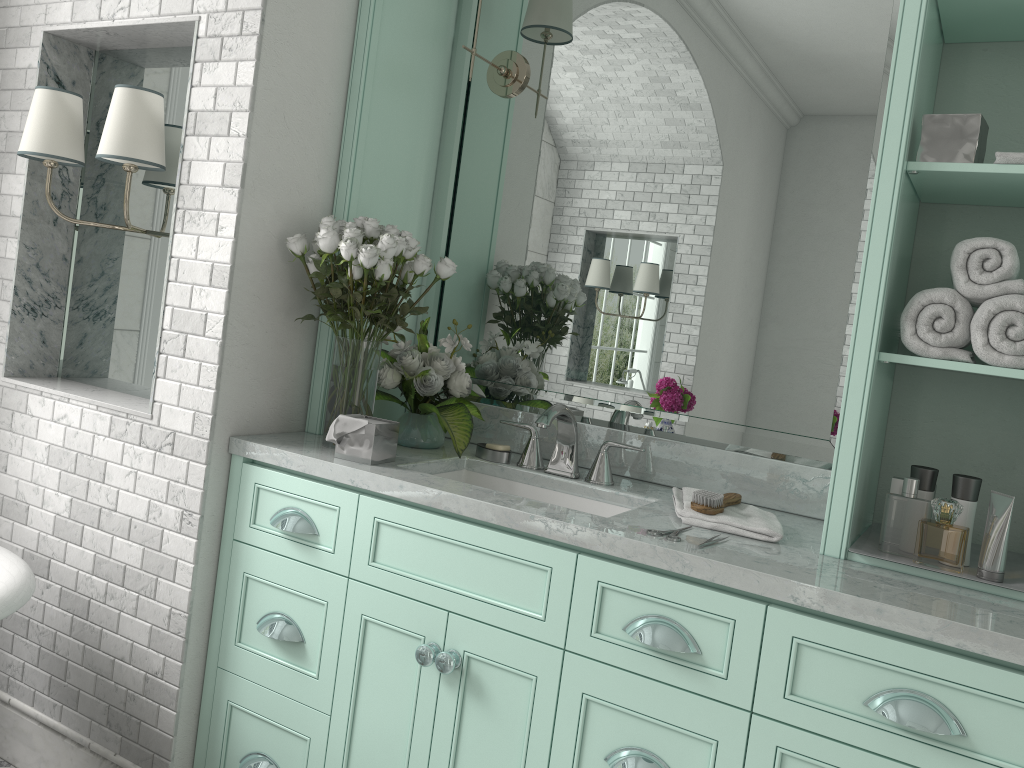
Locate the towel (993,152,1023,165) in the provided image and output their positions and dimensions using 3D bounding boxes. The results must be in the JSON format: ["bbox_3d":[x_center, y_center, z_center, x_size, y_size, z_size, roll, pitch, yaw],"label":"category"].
[{"bbox_3d":[1.164,-0.458,1.907,0.240,0.056,0.317,10,5,25],"label":"towel"}]

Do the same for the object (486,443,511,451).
[{"bbox_3d":[-0.041,0.186,2.600,0.051,0.022,0.077,4,5,-40],"label":"object"}]

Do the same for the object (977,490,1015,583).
[{"bbox_3d":[0.991,0.312,1.814,0.050,0.179,0.049,9,2,31],"label":"object"}]

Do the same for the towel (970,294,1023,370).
[{"bbox_3d":[1.087,-0.108,1.923,0.161,0.159,0.304,9,4,29],"label":"towel"}]

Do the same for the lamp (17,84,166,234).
[{"bbox_3d":[-1.192,-0.657,2.625,0.549,0.383,0.308,10,3,29],"label":"lamp"}]

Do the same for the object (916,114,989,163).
[{"bbox_3d":[0.960,-0.520,1.931,0.118,0.105,0.122,10,4,34],"label":"object"}]

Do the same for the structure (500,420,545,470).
[{"bbox_3d":[0.026,0.174,2.572,0.157,0.121,0.083,8,3,13],"label":"structure"}]

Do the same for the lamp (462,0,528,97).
[{"bbox_3d":[-0.067,-1.156,2.722,0.183,0.487,0.308,9,3,28],"label":"lamp"}]

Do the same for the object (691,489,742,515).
[{"bbox_3d":[0.507,0.280,2.152,0.068,0.044,0.228,10,5,38],"label":"object"}]

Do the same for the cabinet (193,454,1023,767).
[{"bbox_3d":[0.561,0.939,2.080,2.805,1.096,0.862,10,4,29],"label":"cabinet"}]

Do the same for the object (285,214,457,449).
[{"bbox_3d":[-0.427,-0.139,2.479,0.357,0.652,0.391,10,3,40],"label":"object"}]

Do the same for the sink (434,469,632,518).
[{"bbox_3d":[0.031,0.327,2.315,0.604,0.079,0.346,10,5,29],"label":"sink"}]

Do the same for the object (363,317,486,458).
[{"bbox_3d":[-0.260,-0.007,2.677,0.453,0.402,0.394,10,4,30],"label":"object"}]

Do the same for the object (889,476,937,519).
[{"bbox_3d":[0.916,0.298,2.043,0.093,0.151,0.035,9,3,32],"label":"object"}]

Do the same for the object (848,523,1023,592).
[{"bbox_3d":[0.967,0.383,1.984,0.351,0.008,0.438,10,5,29],"label":"object"}]

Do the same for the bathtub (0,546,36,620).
[{"bbox_3d":[-1.994,0.810,1.550,0.944,0.756,2.164,9,4,29],"label":"bathtub"}]

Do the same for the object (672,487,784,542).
[{"bbox_3d":[0.508,0.311,2.132,0.317,0.056,0.239,10,5,25],"label":"object"}]

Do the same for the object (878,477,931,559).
[{"bbox_3d":[0.862,0.289,1.937,0.093,0.169,0.035,9,2,29],"label":"object"}]

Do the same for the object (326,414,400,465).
[{"bbox_3d":[-0.396,0.141,2.324,0.136,0.112,0.147,9,4,24],"label":"object"}]

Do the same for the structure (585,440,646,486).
[{"bbox_3d":[0.286,0.218,2.449,0.157,0.121,0.083,8,3,13],"label":"structure"}]

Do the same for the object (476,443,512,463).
[{"bbox_3d":[-0.055,0.204,2.616,0.079,0.035,0.134,4,5,-43],"label":"object"}]

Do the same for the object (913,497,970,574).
[{"bbox_3d":[0.906,0.313,1.863,0.093,0.147,0.063,9,3,34],"label":"object"}]

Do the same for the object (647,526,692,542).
[{"bbox_3d":[0.347,0.322,1.953,0.075,0.007,0.175,9,5,21],"label":"object"}]

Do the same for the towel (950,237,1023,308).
[{"bbox_3d":[1.060,-0.242,1.963,0.169,0.142,0.298,9,4,29],"label":"towel"}]

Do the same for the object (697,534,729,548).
[{"bbox_3d":[0.429,0.336,1.900,0.020,0.005,0.167,10,5,33],"label":"object"}]

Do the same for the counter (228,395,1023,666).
[{"bbox_3d":[0.654,0.310,2.077,2.815,0.181,0.823,10,5,29],"label":"counter"}]

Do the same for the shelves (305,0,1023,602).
[{"bbox_3d":[0.846,-0.693,2.138,2.816,2.121,0.464,10,3,29],"label":"shelves"}]

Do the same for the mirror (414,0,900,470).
[{"bbox_3d":[0.400,-0.830,2.616,1.440,1.930,0.015,9,2,29],"label":"mirror"}]

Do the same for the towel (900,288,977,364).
[{"bbox_3d":[0.969,-0.130,1.993,0.153,0.163,0.311,9,4,29],"label":"towel"}]

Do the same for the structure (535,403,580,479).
[{"bbox_3d":[0.133,0.156,2.432,0.103,0.204,0.234,8,3,18],"label":"structure"}]
